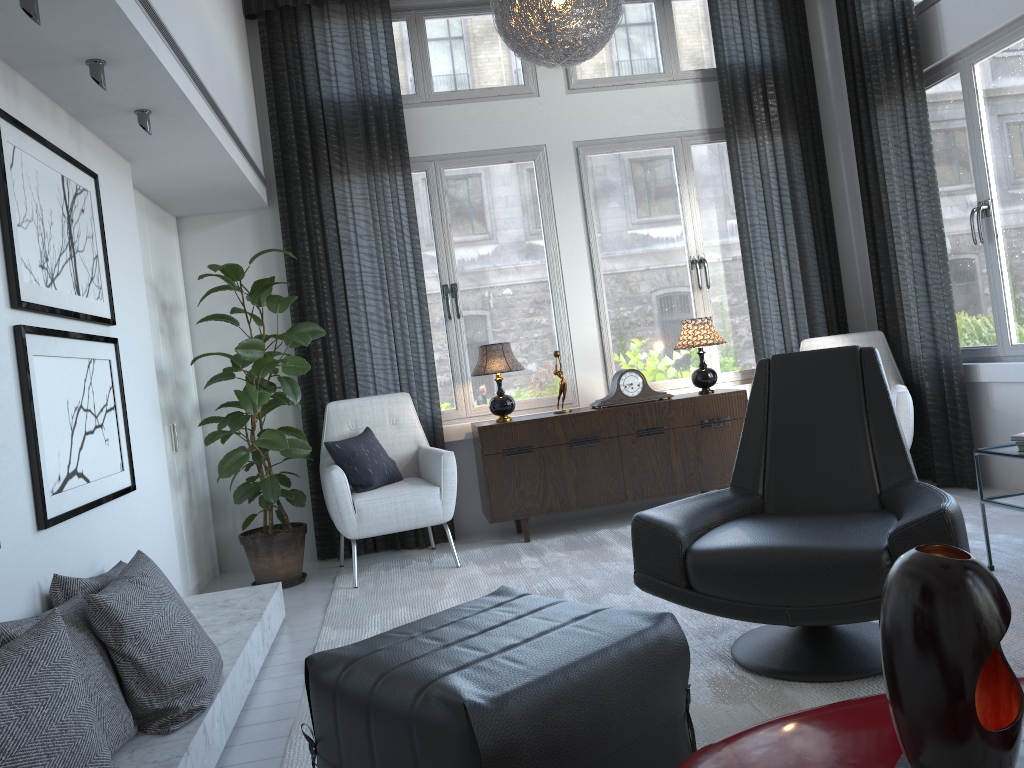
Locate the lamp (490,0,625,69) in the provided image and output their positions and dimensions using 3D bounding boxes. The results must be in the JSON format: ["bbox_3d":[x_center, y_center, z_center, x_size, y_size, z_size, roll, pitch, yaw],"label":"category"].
[{"bbox_3d":[0.127,-1.879,3.450,0.513,1.307,0.514,-7,-1,-13],"label":"lamp"}]

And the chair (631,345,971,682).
[{"bbox_3d":[0.850,0.321,2.540,0.838,0.811,0.806,-7,0,30],"label":"chair"}]

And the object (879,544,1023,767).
[{"bbox_3d":[0.526,0.337,1.069,0.151,0.280,0.153,-8,0,32],"label":"object"}]

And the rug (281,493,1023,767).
[{"bbox_3d":[1.108,0.741,0.698,2.956,0.032,7.764,-8,1,-7],"label":"rug"}]

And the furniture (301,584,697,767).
[{"bbox_3d":[-0.028,0.680,1.786,0.600,0.378,0.612,-8,1,-44],"label":"furniture"}]

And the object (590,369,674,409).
[{"bbox_3d":[0.612,0.011,4.622,0.406,0.180,0.180,-7,0,-8],"label":"object"}]

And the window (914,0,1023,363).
[{"bbox_3d":[2.171,-1.253,4.169,0.133,2.324,1.267,-7,0,-7],"label":"window"}]

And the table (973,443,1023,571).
[{"bbox_3d":[1.903,0.388,2.735,0.593,0.410,0.593,-7,1,-8],"label":"table"}]

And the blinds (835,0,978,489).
[{"bbox_3d":[2.137,-1.109,3.454,0.189,3.279,3.209,-7,0,-8],"label":"blinds"}]

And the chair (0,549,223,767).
[{"bbox_3d":[-0.940,0.644,2.043,0.391,0.431,1.335,-7,1,-7],"label":"chair"}]

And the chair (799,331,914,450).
[{"bbox_3d":[1.747,0.157,4.580,0.593,0.824,0.614,-7,0,22],"label":"chair"}]

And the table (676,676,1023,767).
[{"bbox_3d":[0.677,0.639,1.064,0.942,0.300,0.938,-8,1,-8],"label":"table"}]

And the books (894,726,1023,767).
[{"bbox_3d":[0.574,0.487,1.070,0.200,0.030,0.307,-6,2,37],"label":"books"}]

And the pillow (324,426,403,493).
[{"bbox_3d":[-0.706,0.363,4.261,0.252,0.296,0.357,-7,0,19],"label":"pillow"}]

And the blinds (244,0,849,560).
[{"bbox_3d":[0.336,-0.910,4.829,3.214,3.279,0.188,-7,-1,-8],"label":"blinds"}]

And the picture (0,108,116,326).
[{"bbox_3d":[-1.343,-0.455,2.639,0.020,0.523,0.791,-7,1,-7],"label":"picture"}]

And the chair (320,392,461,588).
[{"bbox_3d":[-0.607,0.469,4.275,0.595,0.824,0.612,-7,0,-18],"label":"chair"}]

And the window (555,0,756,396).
[{"bbox_3d":[1.001,-1.124,5.056,1.269,2.324,0.133,-7,-1,-8],"label":"window"}]

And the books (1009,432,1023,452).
[{"bbox_3d":[1.737,0.180,2.865,0.215,0.050,0.160,-8,2,-35],"label":"books"}]

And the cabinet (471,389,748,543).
[{"bbox_3d":[0.532,0.422,4.632,1.400,0.613,0.386,-7,0,-8],"label":"cabinet"}]

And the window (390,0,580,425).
[{"bbox_3d":[-0.393,-0.940,4.866,1.269,2.324,0.133,-7,-1,-8],"label":"window"}]

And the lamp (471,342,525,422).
[{"bbox_3d":[-0.065,-0.007,4.521,0.279,0.397,0.281,-7,0,18],"label":"lamp"}]

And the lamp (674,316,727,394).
[{"bbox_3d":[0.998,-0.148,4.665,0.279,0.397,0.281,-7,0,18],"label":"lamp"}]

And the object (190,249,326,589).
[{"bbox_3d":[-1.156,0.159,4.126,0.933,1.590,0.640,-8,-1,38],"label":"object"}]

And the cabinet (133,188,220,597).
[{"bbox_3d":[-1.658,0.076,4.056,0.191,1.896,1.171,-7,0,-7],"label":"cabinet"}]

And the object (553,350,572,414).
[{"bbox_3d":[0.242,-0.012,4.590,0.097,0.325,0.096,-7,-1,-8],"label":"object"}]

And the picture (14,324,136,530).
[{"bbox_3d":[-1.270,0.106,2.631,0.020,0.523,0.791,-7,1,-7],"label":"picture"}]

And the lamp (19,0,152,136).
[{"bbox_3d":[-0.949,-0.850,0.866,0.053,0.081,4.250,-7,1,-7],"label":"lamp"}]
